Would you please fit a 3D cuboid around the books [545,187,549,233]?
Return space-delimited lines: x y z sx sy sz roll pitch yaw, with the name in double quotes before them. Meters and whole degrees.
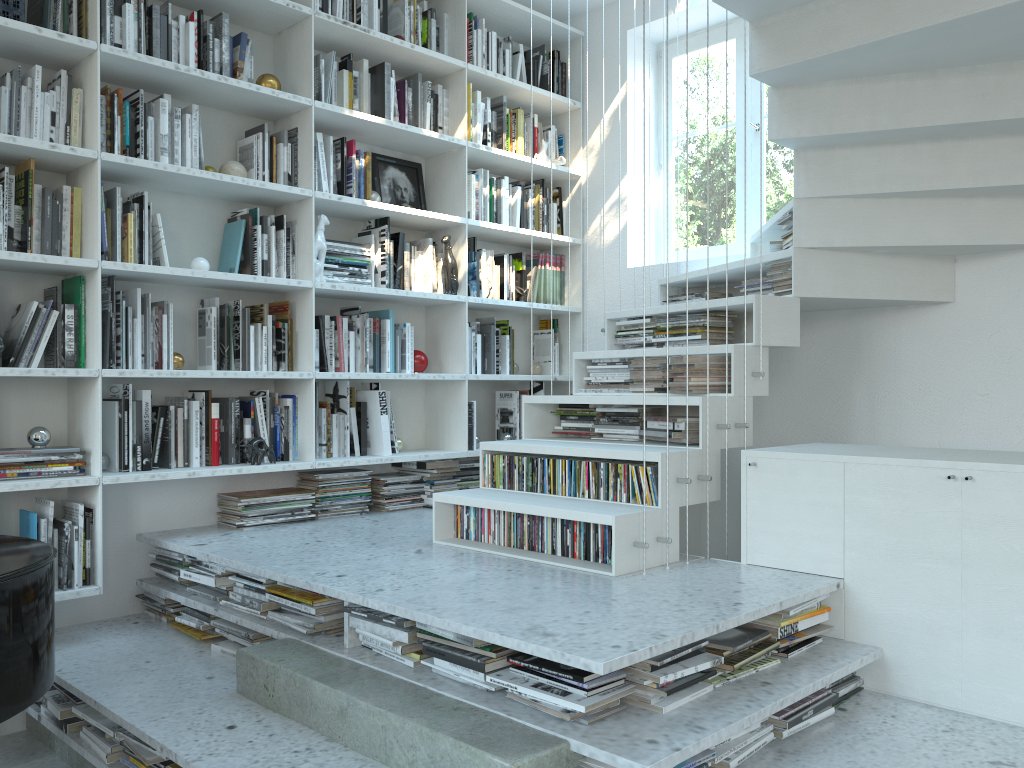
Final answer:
"books" 0.142 -0.921 4.848 0.149 0.283 0.013 0 0 45

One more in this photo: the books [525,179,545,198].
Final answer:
"books" 0.127 -0.945 4.845 0.140 0.330 0.013 0 0 45

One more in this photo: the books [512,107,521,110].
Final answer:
"books" -0.013 -1.295 4.681 0.165 0.295 0.010 0 0 45

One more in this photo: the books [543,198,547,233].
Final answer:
"books" 0.114 -0.885 4.797 0.188 0.211 0.025 0 0 45

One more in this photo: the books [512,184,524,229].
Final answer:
"books" -0.008 -0.909 4.685 0.184 0.258 0.023 0 0 45

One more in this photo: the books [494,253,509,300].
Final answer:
"books" -0.086 -0.542 4.617 0.171 0.259 0.029 0 0 45

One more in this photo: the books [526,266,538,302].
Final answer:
"books" 0.051 -0.517 4.740 0.167 0.217 0.088 0 0 45

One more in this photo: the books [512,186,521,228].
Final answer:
"books" -0.027 -0.903 4.657 0.177 0.245 0.045 0 0 45

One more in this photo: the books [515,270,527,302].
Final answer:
"books" 0.004 -0.502 4.671 0.191 0.181 0.024 0 0 45

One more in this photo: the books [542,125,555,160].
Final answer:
"books" 0.168 -1.275 4.873 0.163 0.258 0.029 0 0 45

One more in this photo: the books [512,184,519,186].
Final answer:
"books" -0.013 -0.917 4.713 0.130 0.274 0.010 0 0 45

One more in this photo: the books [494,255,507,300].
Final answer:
"books" -0.097 -0.536 4.592 0.181 0.247 0.022 0 0 45

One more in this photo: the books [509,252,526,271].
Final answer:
"books" 0.002 -0.551 4.707 0.170 0.278 0.026 0 0 45

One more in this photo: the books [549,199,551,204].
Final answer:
"books" 0.162 -0.894 4.895 0.131 0.230 0.024 0 0 45

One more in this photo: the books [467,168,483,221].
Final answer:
"books" -0.212 -0.924 4.456 0.185 0.285 0.014 0 0 45

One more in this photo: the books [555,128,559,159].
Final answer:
"books" 0.193 -1.269 4.897 0.160 0.246 0.040 0 0 45

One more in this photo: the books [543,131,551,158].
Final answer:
"books" 0.141 -1.253 4.832 0.180 0.213 0.023 0 0 45

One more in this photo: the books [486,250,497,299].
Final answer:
"books" -0.157 -0.543 4.524 0.176 0.261 0.056 0 0 45

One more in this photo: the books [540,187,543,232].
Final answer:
"books" 0.094 -0.914 4.779 0.173 0.268 0.028 0 0 45

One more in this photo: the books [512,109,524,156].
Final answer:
"books" -0.040 -1.268 4.576 0.247 0.242 0.042 0 0 45

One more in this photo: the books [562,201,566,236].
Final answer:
"books" 0.225 -0.889 4.917 0.184 0.219 0.021 0 0 45

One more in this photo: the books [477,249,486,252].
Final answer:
"books" -0.193 -0.545 4.505 0.157 0.265 0.022 0 0 45

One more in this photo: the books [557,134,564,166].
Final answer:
"books" 0.224 -1.254 4.903 0.170 0.216 0.011 0 0 45

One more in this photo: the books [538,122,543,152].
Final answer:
"books" 0.107 -1.273 4.801 0.154 0.254 0.070 0 0 45

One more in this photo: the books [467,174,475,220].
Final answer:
"books" -0.253 -0.905 4.418 0.182 0.247 0.023 0 0 45

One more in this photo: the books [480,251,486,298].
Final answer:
"books" -0.202 -0.535 4.480 0.180 0.245 0.026 0 0 45

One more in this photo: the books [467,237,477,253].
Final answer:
"books" -0.230 -0.573 4.479 0.141 0.322 0.012 0 0 45

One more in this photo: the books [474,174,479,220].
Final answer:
"books" -0.236 -0.909 4.452 0.173 0.256 0.026 0 0 45

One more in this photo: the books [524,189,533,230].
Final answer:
"books" 0.046 -0.906 4.753 0.160 0.252 0.025 0 0 45

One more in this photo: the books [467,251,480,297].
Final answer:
"books" -0.229 -0.534 4.455 0.170 0.243 0.022 0 0 45

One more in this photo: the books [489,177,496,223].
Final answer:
"books" -0.143 -0.916 4.558 0.152 0.271 0.025 0 0 45

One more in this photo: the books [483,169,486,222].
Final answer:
"books" -0.198 -0.929 4.507 0.162 0.297 0.022 0 0 45

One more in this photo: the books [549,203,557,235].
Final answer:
"books" 0.168 -0.877 4.852 0.192 0.195 0.029 0 0 45

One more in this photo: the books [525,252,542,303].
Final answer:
"books" 0.078 -0.556 4.770 0.169 0.291 0.072 0 0 45

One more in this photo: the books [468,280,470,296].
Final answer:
"books" -0.279 -0.531 4.443 0.144 0.236 0.066 0 0 45

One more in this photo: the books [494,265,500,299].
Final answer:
"books" -0.130 -0.507 4.552 0.169 0.189 0.023 0 0 45

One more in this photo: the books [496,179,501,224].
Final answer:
"books" -0.119 -0.910 4.569 0.156 0.259 0.024 0 0 45

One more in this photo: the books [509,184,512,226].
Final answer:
"books" -0.061 -0.907 4.651 0.161 0.254 0.012 0 0 45

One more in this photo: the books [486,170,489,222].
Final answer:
"books" -0.178 -0.927 4.511 0.165 0.293 0.012 0 0 45

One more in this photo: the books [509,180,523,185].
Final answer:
"books" 0.002 -0.926 4.722 0.132 0.292 0.024 0 0 45

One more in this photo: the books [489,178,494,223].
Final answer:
"books" -0.150 -0.911 4.539 0.158 0.260 0.013 0 0 45

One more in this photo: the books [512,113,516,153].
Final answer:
"books" -0.043 -1.259 4.541 0.174 0.222 0.013 0 0 45

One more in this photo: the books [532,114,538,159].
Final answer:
"books" 0.071 -1.290 4.770 0.163 0.287 0.023 0 0 45

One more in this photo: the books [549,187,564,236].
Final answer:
"books" 0.204 -0.926 4.894 0.186 0.292 0.042 0 0 45

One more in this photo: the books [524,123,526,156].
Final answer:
"books" 0.005 -1.253 4.681 0.186 0.213 0.013 0 0 45

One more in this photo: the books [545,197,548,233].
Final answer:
"books" 0.125 -0.890 4.821 0.177 0.220 0.025 0 0 45

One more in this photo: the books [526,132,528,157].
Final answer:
"books" 0.021 -1.238 4.733 0.156 0.183 0.034 0 0 45

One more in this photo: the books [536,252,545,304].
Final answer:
"books" 0.105 -0.558 4.797 0.169 0.294 0.033 0 0 45

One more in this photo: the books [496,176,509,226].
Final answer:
"books" -0.086 -0.922 4.606 0.166 0.284 0.030 0 0 45

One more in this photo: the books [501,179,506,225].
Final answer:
"books" -0.101 -0.912 4.584 0.172 0.263 0.022 0 0 45

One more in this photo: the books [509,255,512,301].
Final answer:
"books" -0.061 -0.539 4.654 0.161 0.254 0.012 0 0 45

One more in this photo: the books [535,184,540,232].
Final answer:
"books" 0.077 -0.918 4.766 0.188 0.277 0.013 0 0 45

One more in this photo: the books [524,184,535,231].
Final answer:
"books" 0.066 -0.921 4.760 0.151 0.283 0.012 0 0 45

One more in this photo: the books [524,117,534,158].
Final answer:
"books" 0.055 -1.277 4.739 0.160 0.261 0.022 0 0 45

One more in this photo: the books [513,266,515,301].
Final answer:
"books" -0.038 -0.515 4.685 0.138 0.207 0.014 0 0 45

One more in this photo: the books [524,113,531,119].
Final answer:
"books" 0.051 -1.294 4.766 0.151 0.294 0.011 0 0 45

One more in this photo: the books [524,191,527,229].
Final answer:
"books" 0.020 -0.898 4.741 0.146 0.237 0.028 0 0 45

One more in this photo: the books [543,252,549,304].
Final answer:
"books" 0.132 -0.558 4.804 0.169 0.293 0.018 0 0 45
